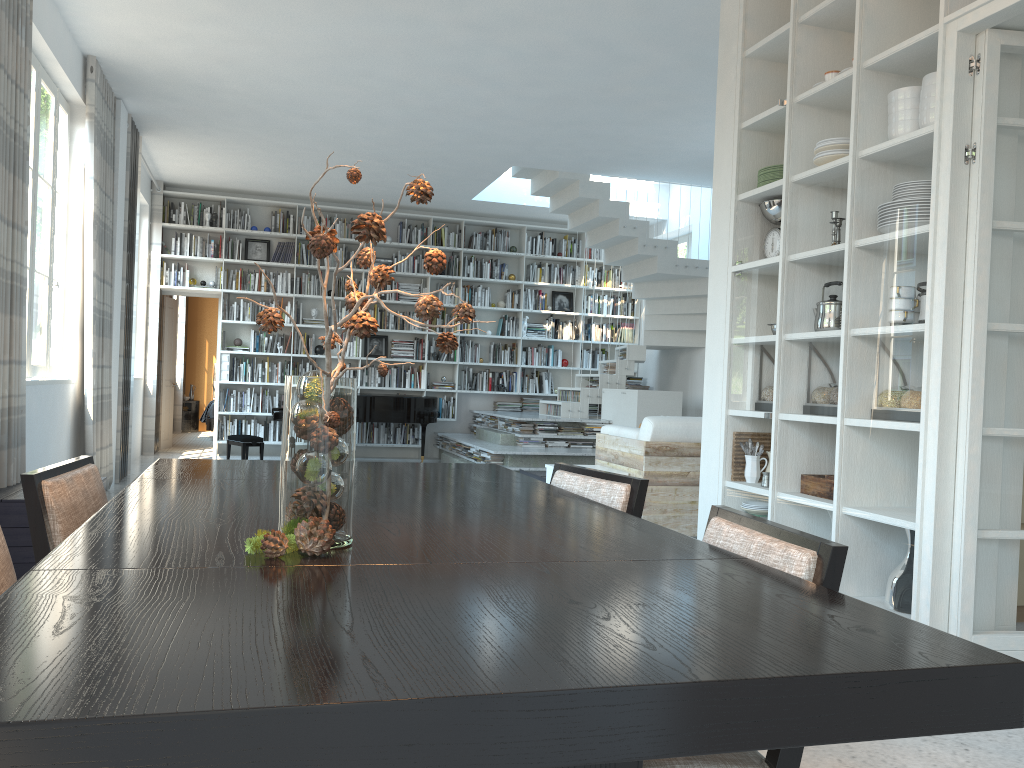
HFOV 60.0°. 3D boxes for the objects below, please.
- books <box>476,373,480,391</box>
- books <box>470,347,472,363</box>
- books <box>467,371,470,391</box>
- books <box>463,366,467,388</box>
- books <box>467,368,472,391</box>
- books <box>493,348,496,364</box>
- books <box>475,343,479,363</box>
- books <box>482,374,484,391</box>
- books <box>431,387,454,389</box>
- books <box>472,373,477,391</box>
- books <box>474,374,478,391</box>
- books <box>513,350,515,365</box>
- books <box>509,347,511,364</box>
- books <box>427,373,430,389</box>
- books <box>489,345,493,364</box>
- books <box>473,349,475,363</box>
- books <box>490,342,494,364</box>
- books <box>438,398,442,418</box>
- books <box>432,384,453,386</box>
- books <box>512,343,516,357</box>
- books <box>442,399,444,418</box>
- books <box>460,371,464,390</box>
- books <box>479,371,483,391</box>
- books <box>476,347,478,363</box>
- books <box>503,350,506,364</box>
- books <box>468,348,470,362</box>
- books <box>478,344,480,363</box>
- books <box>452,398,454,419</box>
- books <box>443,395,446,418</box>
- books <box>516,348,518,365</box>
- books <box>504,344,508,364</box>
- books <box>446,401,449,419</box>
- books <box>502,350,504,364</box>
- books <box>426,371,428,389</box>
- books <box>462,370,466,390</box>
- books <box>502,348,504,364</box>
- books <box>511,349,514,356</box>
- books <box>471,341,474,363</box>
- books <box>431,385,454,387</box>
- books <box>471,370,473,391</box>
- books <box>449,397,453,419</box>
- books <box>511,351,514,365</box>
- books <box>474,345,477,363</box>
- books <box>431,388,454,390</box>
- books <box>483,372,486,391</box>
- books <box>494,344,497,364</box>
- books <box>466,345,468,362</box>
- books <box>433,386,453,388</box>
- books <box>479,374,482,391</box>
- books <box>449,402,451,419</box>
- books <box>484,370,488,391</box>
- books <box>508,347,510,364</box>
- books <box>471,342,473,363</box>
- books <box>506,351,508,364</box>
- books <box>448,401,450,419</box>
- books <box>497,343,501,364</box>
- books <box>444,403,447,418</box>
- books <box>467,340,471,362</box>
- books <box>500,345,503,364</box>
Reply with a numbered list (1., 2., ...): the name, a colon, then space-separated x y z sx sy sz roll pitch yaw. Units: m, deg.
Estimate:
1. books: -0.463 -0.027 11.774 0.029 0.235 0.142 2 1 -16
2. books: -0.560 -0.381 11.734 0.013 0.203 0.167 2 0 -16
3. books: -0.593 -0.043 11.710 0.023 0.256 0.178 2 0 -16
4. books: -0.621 -0.074 11.700 0.010 0.316 0.186 2 1 -16
5. books: -0.566 -0.061 11.716 0.030 0.294 0.188 2 0 -16
6. books: -0.246 -0.375 11.808 0.016 0.216 0.177 2 0 -16
7. books: -0.469 -0.406 11.755 0.014 0.261 0.142 2 1 -16
8. books: -0.407 -0.018 11.789 0.012 0.221 0.153 2 0 -16
9. books: -0.908 0.054 11.587 0.285 0.012 0.159 2 0 -11
10. books: -0.516 -0.027 11.747 0.065 0.231 0.162 2 0 -16
11. books: -0.480 -0.019 11.759 0.011 0.217 0.175 2 0 -16
12. books: 0.010 -0.358 11.889 0.013 0.204 0.158 2 0 -16
13. books: -0.039 -0.374 11.883 0.021 0.232 0.155 2 0 -16
14. books: -1.108 -0.041 11.591 0.030 0.210 0.136 2 0 -16
15. books: -0.281 -0.395 11.814 0.019 0.252 0.130 2 1 -16
16. books: -0.521 -0.368 11.748 0.013 0.179 0.140 2 0 -16
17. books: -0.267 -0.413 11.830 0.016 0.290 0.131 2 1 -16
18. books: -0.937 0.312 11.542 0.005 0.264 0.162 2 1 -16
19. books: -0.906 0.018 11.586 0.254 0.012 0.161 2 0 -11
20. books: 0.023 -0.404 11.885 0.007 0.295 0.162 2 1 -16
21. books: -0.913 0.322 11.540 0.014 0.246 0.176 2 0 -16
22. books: -0.660 -0.045 11.709 0.012 0.254 0.161 2 0 -16
23. books: -0.417 -0.041 11.780 0.014 0.268 0.171 2 0 -16
24. books: -0.483 -0.380 11.747 0.014 0.207 0.180 2 0 -16
25. books: -0.110 -0.359 11.852 0.015 0.195 0.175 2 0 -16
26. books: -0.588 -0.374 11.710 0.013 0.186 0.183 2 0 -16
27. books: -0.457 -0.401 11.760 0.013 0.251 0.172 2 0 -16
28. books: -0.794 0.315 11.596 0.015 0.271 0.157 2 1 -16
29. books: -0.895 0.296 11.564 0.032 0.300 0.149 2 1 -16
30. books: 0.047 -0.367 11.916 0.009 0.224 0.146 2 0 -16
31. books: -0.080 -0.397 11.858 0.006 0.274 0.173 2 0 -16
32. books: -0.849 0.336 11.551 0.026 0.225 0.175 2 0 -16
33. books: -0.147 -0.354 11.831 0.018 0.182 0.182 2 0 -16
34. books: -1.134 -0.052 11.580 0.027 0.229 0.141 2 1 -16
35. books: -0.638 -0.048 11.695 0.023 0.262 0.186 2 0 -16
36. books: -0.136 -0.385 11.864 0.030 0.244 0.135 2 1 -16
37. books: -0.007 -0.360 11.895 0.016 0.205 0.141 2 0 -16
38. books: -0.528 -0.421 11.746 0.006 0.285 0.159 2 1 -16
39. books: -0.906 0.030 11.581 0.285 0.012 0.159 2 0 -13
40. books: -0.550 -0.051 11.730 0.010 0.277 0.174 2 0 -16
41. books: -0.805 0.307 11.570 0.021 0.285 0.172 2 1 -16
42. books: -0.015 -0.348 11.863 0.016 0.180 0.189 2 0 -16
43. books: -0.497 -0.396 11.746 0.015 0.238 0.176 2 0 -16
44. books: -0.908 0.066 11.582 0.285 0.012 0.159 2 0 -13
45. books: -0.384 -0.032 11.778 0.025 0.252 0.181 2 0 -16
46. books: -0.234 -0.398 11.826 0.015 0.262 0.149 2 1 -16
47. books: -0.609 -0.395 11.695 0.011 0.226 0.188 2 0 -16
48. books: -0.907 0.042 11.584 0.254 0.012 0.161 2 0 -10
49. books: -0.437 -0.022 11.777 0.024 0.228 0.159 2 0 -16
50. books: -0.820 0.343 11.559 0.011 0.212 0.178 2 0 -16
51. books: -0.347 -0.047 11.808 0.012 0.285 0.159 2 1 -16
52. books: -0.069 -0.375 11.861 0.018 0.229 0.181 2 0 -16
53. books: -0.544 -0.413 11.726 0.012 0.267 0.183 2 0 -16
54. books: -0.093 -0.352 11.852 0.019 0.183 0.190 2 0 -16
55. books: -0.835 0.336 11.572 0.012 0.225 0.149 2 0 -16
56. books: -0.182 -0.407 11.847 0.007 0.285 0.159 2 1 -16
57. books: -0.875 0.346 11.570 0.013 0.202 0.139 2 0 -16
58. books: -0.572 -0.429 11.712 0.014 0.297 0.175 2 1 -16
59. books: -0.163 -0.389 11.826 0.018 0.251 0.184 2 0 -16
